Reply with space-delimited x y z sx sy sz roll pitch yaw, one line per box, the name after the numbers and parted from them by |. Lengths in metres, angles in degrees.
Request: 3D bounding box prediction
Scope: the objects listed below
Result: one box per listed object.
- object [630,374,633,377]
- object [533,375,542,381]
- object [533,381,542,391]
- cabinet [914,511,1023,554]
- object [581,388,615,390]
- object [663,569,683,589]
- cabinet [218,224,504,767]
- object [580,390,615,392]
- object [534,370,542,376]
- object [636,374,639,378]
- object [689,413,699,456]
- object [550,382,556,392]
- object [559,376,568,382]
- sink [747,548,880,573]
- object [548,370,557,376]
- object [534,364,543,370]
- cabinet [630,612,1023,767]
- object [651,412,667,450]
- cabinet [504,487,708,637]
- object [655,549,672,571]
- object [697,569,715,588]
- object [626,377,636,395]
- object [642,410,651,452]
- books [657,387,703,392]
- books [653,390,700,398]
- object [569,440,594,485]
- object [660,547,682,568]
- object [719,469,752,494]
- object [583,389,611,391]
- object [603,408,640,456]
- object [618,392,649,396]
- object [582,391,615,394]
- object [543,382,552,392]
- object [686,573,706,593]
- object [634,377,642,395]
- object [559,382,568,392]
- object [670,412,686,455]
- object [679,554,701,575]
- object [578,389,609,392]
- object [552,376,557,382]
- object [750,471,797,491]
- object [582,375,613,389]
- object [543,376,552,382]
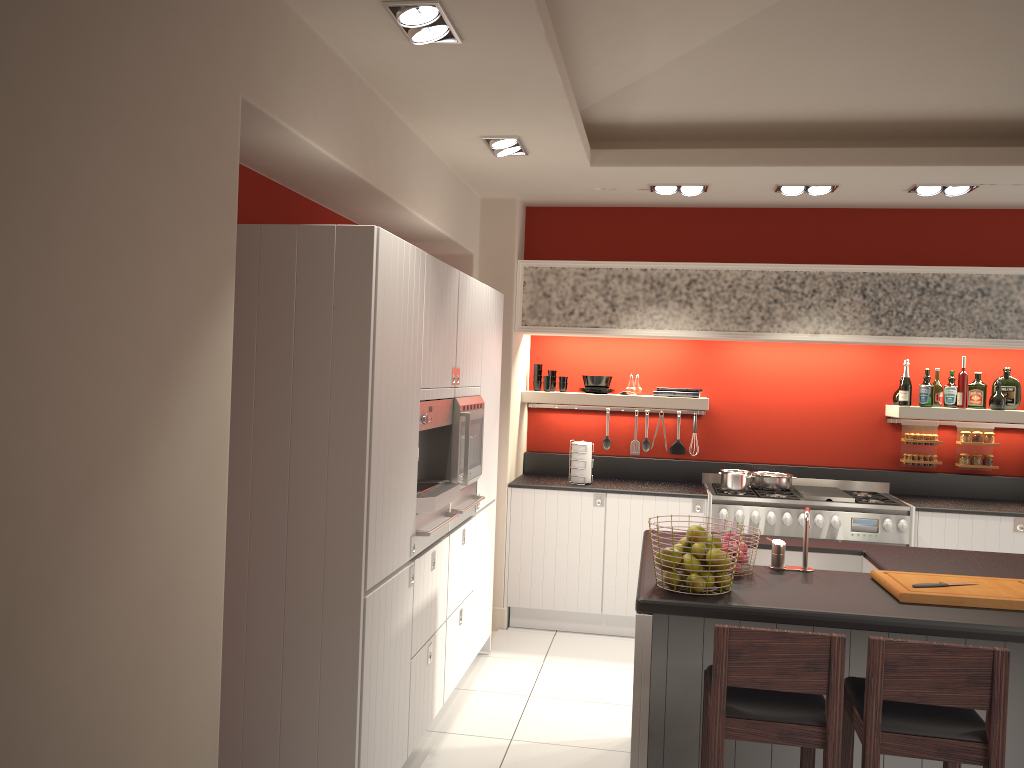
0.891 -0.061 6.622 0.023 0.031 0.024 2 1 -39 | object
0.197 -0.027 6.828 0.070 0.076 0.070 2 0 -19 | object
0.195 0.017 6.828 0.070 0.076 0.070 2 0 -19 | object
3.309 1.339 5.952 1.361 0.993 0.687 2 0 10 | cabinet
0.643 0.044 6.725 0.280 0.016 0.280 2 1 9 | object
0.570 0.689 3.138 0.068 0.068 0.068 2 0 21 | object
-0.646 0.554 4.396 0.717 2.250 2.557 2 0 10 | cabinet
0.642 0.060 6.726 0.280 0.016 0.280 2 1 9 | object
0.199 -0.071 6.828 0.070 0.076 0.070 2 0 -19 | object
0.948 -0.059 6.693 0.026 0.032 0.023 2 0 -8 | object
1.384 0.385 6.719 0.069 0.328 0.069 2 0 -13 | object
0.305 0.021 6.810 0.070 0.076 0.070 2 0 -19 | object
0.386 -0.019 6.689 0.070 0.076 0.070 2 0 -19 | object
1.275 0.895 3.815 0.567 0.258 0.516 2 1 10 | sink
0.308 -0.067 6.809 0.070 0.076 0.070 2 0 -19 | object
0.200 -0.115 6.828 0.070 0.076 0.070 2 0 -19 | object
1.519 1.315 3.526 2.034 1.011 1.423 2 1 10 | cabinet
1.127 0.361 6.763 0.124 0.297 0.009 2 0 10 | object
0.682 1.238 6.394 1.361 0.993 0.687 2 0 10 | cabinet
0.553 0.635 3.200 0.076 0.077 0.076 2 1 -26 | object
0.687 0.693 3.152 0.068 0.068 0.068 2 0 21 | object
0.889 0.014 6.622 0.076 0.131 0.076 2 0 -38 | object
1.029 0.361 6.777 0.067 0.323 0.022 2 0 8 | object
1.244 0.042 6.593 0.332 0.026 0.207 2 1 10 | books
1.223 0.075 6.575 0.331 0.042 0.207 2 1 15 | books
0.489 0.556 6.320 0.163 0.304 0.168 2 0 38 | object
0.561 0.614 3.134 0.077 0.068 0.076 2 0 3 | object
1.531 0.669 6.088 0.201 0.148 0.201 2 1 2 | object
0.643 0.049 6.725 0.280 0.016 0.280 2 1 9 | object
0.842 0.368 6.806 0.287 0.351 0.022 2 0 11 | object
0.914 0.071 6.657 0.160 0.027 0.183 3 1 38 | object
0.642 0.065 6.726 0.280 0.016 0.280 2 1 9 | object
0.266 0.021 6.658 0.070 0.076 0.070 2 0 -19 | object
0.640 0.692 3.085 0.068 0.068 0.068 2 0 21 | object
0.943 0.016 6.693 0.077 0.134 0.076 2 0 -7 | object
0.385 0.025 6.689 0.070 0.076 0.070 2 0 -19 | object
1.267 0.375 6.757 0.123 0.331 0.040 2 0 10 | object
0.630 0.638 3.137 0.076 0.077 0.076 2 1 -26 | object
0.643 0.055 6.726 0.280 0.016 0.280 2 1 9 | object
0.307 -0.023 6.810 0.070 0.076 0.070 2 0 -19 | object
1.856 0.696 6.361 0.309 0.105 0.309 3 1 37 | object
0.645 -0.008 6.725 0.232 0.108 0.232 2 1 -39 | object
0.267 -0.023 6.658 0.070 0.076 0.070 2 0 -19 | object
